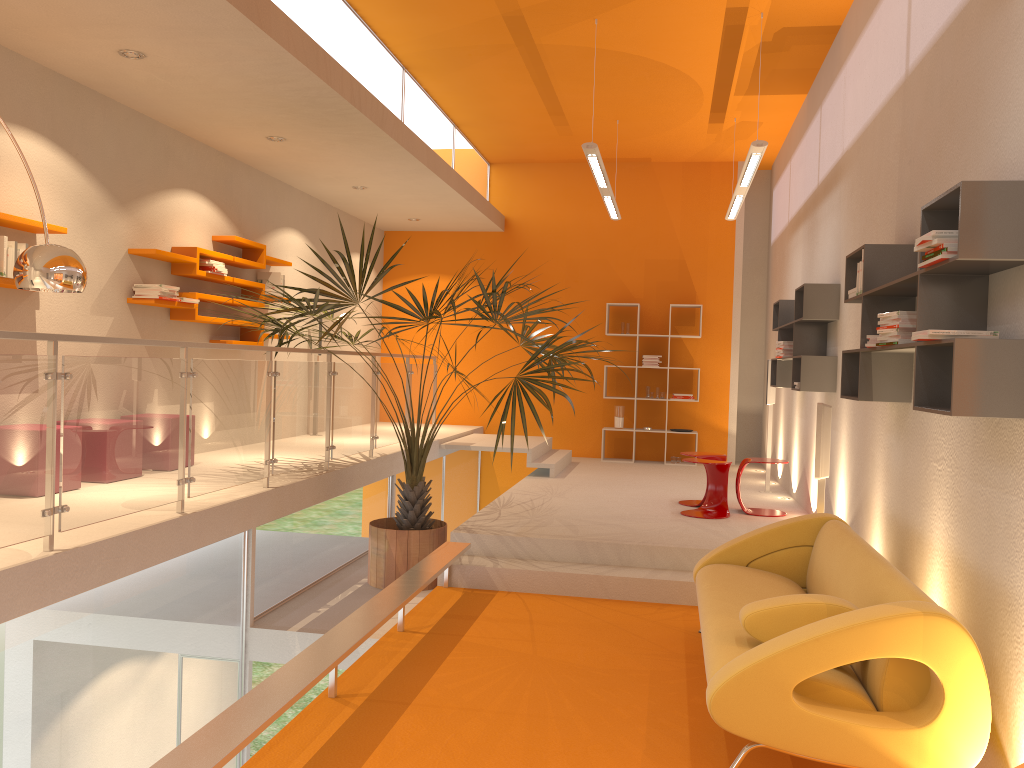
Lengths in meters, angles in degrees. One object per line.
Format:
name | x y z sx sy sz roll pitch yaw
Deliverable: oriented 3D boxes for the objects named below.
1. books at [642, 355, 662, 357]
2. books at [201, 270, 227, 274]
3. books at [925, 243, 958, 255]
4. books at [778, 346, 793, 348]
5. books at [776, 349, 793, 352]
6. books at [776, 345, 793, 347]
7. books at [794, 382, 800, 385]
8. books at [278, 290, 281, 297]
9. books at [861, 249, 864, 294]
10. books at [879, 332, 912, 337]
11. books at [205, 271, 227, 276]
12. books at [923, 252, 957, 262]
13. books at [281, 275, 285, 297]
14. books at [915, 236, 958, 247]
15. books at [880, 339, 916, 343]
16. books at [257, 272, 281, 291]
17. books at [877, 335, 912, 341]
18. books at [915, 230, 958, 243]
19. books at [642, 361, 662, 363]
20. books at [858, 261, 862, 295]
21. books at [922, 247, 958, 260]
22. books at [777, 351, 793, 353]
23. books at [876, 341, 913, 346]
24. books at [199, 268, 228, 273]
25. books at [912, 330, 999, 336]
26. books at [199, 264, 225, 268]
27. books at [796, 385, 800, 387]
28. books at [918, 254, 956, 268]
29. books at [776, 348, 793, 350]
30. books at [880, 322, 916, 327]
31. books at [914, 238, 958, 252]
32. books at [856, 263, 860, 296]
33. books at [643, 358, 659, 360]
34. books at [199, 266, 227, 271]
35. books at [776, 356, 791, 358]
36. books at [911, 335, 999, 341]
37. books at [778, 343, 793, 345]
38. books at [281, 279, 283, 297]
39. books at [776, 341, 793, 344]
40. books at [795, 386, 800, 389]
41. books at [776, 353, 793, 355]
books | 1.770 -0.350 11.214 0.230 0.017 0.227 2 1 5
books | -2.498 -0.916 7.251 0.268 0.011 0.190 2 1 12
books | 1.621 -0.482 3.194 0.190 0.015 0.254 2 1 12
books | 2.440 -0.316 7.734 0.190 0.011 0.268 2 1 7
books | 2.447 -0.289 7.732 0.230 0.017 0.227 2 1 0
books | 2.440 -0.329 7.743 0.190 0.015 0.254 2 1 1
books | 2.271 0.001 6.719 0.230 0.017 0.227 2 1 10
books | -2.305 -0.946 8.418 0.230 0.227 0.017 2 1 10
books | 1.889 -0.567 4.482 0.230 0.227 0.017 2 1 10
books | 1.741 -0.213 3.875 0.190 0.015 0.254 2 1 7
books | -2.503 -0.905 7.258 0.210 0.013 0.297 2 1 10
books | 1.617 -0.454 3.197 0.190 0.011 0.268 2 1 12
books | -2.280 -0.938 8.489 0.207 0.210 0.021 2 1 10
books | 1.606 -0.514 3.201 0.254 0.015 0.190 2 1 17
books | 1.744 -0.185 3.873 0.190 0.011 0.268 2 1 7
books | -2.302 -0.945 8.398 0.230 0.227 0.017 2 1 10
books | 1.744 -0.198 3.883 0.190 0.015 0.254 2 1 1
books | 1.613 -0.530 3.213 0.226 0.017 0.230 2 1 10
books | 1.768 -0.279 11.215 0.230 0.017 0.227 2 1 5
books | 1.897 -0.539 4.532 0.230 0.169 0.027 2 1 10
books | 1.617 -0.467 3.187 0.190 0.015 0.254 2 1 6
books | 2.434 -0.273 7.737 0.190 0.015 0.254 2 1 7
books | 1.743 -0.173 3.870 0.210 0.013 0.297 2 1 5
books | -2.487 -0.929 7.250 0.254 0.015 0.190 2 1 6
books | 1.601 -0.181 3.213 0.226 0.017 0.230 2 1 10
books | -2.499 -0.961 7.242 0.227 0.017 0.230 2 1 5
books | 2.259 0.017 6.726 0.190 0.015 0.254 2 1 17
books | 1.618 -0.442 3.202 0.210 0.013 0.297 2 1 10
books | 2.438 -0.304 7.730 0.210 0.013 0.297 2 1 5
books | 1.747 -0.256 3.872 0.190 0.011 0.268 2 1 7
books | 1.610 -0.498 3.199 0.230 0.017 0.226 2 1 5
books | 1.904 -0.540 4.586 0.230 0.169 0.023 2 1 10
books | 1.761 -0.319 11.227 0.190 0.015 0.254 2 1 6
books | -2.494 -0.945 7.254 0.254 0.015 0.190 2 1 12
books | 2.436 -0.232 7.732 0.210 0.013 0.297 2 1 5
books | 1.593 -0.164 3.201 0.254 0.015 0.190 2 1 17
books | 2.436 -0.344 7.736 0.190 0.015 0.254 2 1 7
books | -2.294 -0.917 8.439 0.230 0.169 0.027 2 1 10
books | 2.450 -0.360 7.731 0.230 0.017 0.227 2 1 0
books | 2.264 0.032 6.733 0.190 0.015 0.254 2 1 11
books | 2.437 -0.258 7.745 0.190 0.015 0.254 2 1 1
